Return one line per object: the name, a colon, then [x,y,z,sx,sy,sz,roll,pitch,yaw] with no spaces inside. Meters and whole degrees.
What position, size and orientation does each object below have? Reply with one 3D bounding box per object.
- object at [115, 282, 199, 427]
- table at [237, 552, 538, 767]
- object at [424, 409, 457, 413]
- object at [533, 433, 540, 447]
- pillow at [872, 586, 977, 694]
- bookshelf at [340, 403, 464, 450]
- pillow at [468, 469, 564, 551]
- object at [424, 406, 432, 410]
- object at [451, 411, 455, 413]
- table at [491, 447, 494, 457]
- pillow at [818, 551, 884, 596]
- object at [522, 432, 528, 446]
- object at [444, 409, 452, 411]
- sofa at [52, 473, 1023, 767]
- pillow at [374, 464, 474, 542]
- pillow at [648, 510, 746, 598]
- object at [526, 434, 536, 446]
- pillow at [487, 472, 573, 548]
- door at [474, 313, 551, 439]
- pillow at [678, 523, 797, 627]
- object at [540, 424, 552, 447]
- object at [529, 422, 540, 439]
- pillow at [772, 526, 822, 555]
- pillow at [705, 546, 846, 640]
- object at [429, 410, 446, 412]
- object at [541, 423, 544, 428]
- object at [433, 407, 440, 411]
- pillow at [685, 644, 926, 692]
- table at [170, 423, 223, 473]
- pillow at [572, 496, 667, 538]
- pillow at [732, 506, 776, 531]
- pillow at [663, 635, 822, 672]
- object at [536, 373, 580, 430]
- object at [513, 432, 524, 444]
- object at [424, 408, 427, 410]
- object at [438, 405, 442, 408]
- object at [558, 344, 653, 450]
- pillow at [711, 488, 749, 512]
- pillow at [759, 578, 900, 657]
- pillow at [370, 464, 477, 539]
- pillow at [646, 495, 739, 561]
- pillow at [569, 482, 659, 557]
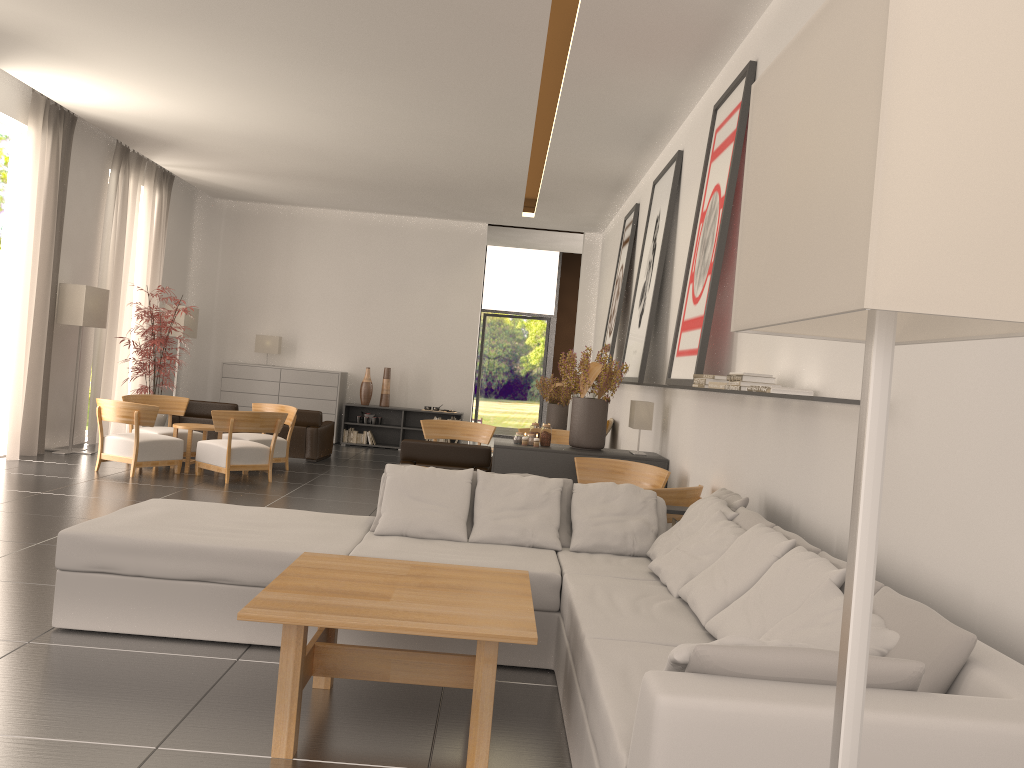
object: [-7.297,-0.310,17.975,1.489,3.398,1.771,5,0,-16]
table: [-0.706,1.690,5.508,1.600,0.840,1.600,5,0,-1]
object: [-1.905,0.712,23.312,0.894,0.003,0.671,5,1,2]
object: [0.345,0.784,12.389,0.080,0.187,0.080,5,0,9]
pillow: [1.634,1.279,4.056,0.549,0.581,0.919,5,0,-1]
bookshelf: [-2.862,1.176,23.308,3.080,1.079,0.740,5,0,-1]
pillow: [0.050,1.107,7.843,0.801,0.595,0.595,5,0,0]
object: [-2.228,0.638,23.504,0.188,0.082,0.188,5,1,-40]
object: [-1.544,0.724,23.123,0.112,0.040,0.034,5,0,-12]
table: [-0.131,1.581,15.530,0.798,0.904,0.797,5,0,22]
pillow: [1.622,1.268,4.930,0.549,0.581,0.919,5,0,-1]
object: [0.183,0.769,12.463,0.076,0.187,0.076,5,0,16]
object: [-1.673,0.689,23.360,0.014,0.015,0.515,5,1,-32]
sofa: [-0.675,1.500,5.719,5.525,1.205,5.604,5,1,-1]
pillow: [-0.760,1.034,7.832,0.801,0.598,0.585,5,0,-1]
pillow: [1.413,1.257,6.616,0.590,0.562,0.803,5,0,-6]
object: [0.261,0.790,12.570,0.157,0.158,0.158,5,0,-28]
pillow: [0.111,1.129,7.981,0.919,0.591,0.557,5,0,-1]
door: [-0.019,-0.247,30.703,2.378,4.269,0.100,5,0,14]
pillow: [1.472,1.226,5.820,0.585,0.598,0.801,5,0,-1]
object: [0.487,0.724,12.655,0.158,0.325,0.157,5,0,36]
object: [0.328,0.709,12.764,0.157,0.325,0.157,5,0,-9]
pillow: [1.611,1.256,5.821,0.549,0.581,0.919,5,0,-1]
pillow: [1.483,1.236,5.005,0.585,0.598,0.801,5,0,-1]
object: [-1.967,0.700,23.124,0.514,0.015,0.014,5,0,-2]
object: [0.763,1.081,21.625,0.108,0.254,0.108,5,0,-36]
object: [-2.005,0.658,23.502,0.188,0.082,0.188,5,1,14]
pillow: [1.055,1.253,3.465,0.919,0.581,0.549,5,0,-2]
table: [-5.686,1.151,15.988,0.870,0.803,0.869,5,0,22]
pillow: [0.980,1.244,8.010,0.918,0.510,0.615,5,0,1]
pillow: [1.599,1.245,6.718,0.549,0.581,0.919,5,0,-1]
pillow: [0.959,1.243,3.562,0.797,0.580,0.625,5,0,-2]
object: [1.098,0.452,22.141,0.928,1.554,1.585,5,0,28]
object: [0.101,0.774,12.680,0.157,0.158,0.158,5,0,-28]
object: [-2.265,0.659,23.293,0.112,0.040,0.034,6,0,44]
object: [-1.953,0.610,23.535,0.261,0.152,0.086,5,0,-33]
object: [1.340,0.182,12.785,1.422,1.554,1.436,5,0,12]
pillow: [1.613,1.213,7.574,0.643,0.658,0.883,5,0,-1]
pillow: [1.443,1.287,4.292,0.590,0.562,0.803,5,0,-6]
pillow: [-0.761,1.053,7.973,0.919,0.577,0.549,5,0,-1]
pillow: [1.454,1.225,7.281,0.587,0.596,0.819,5,0,0]
pillow: [0.911,1.188,7.862,0.797,0.580,0.625,5,0,0]
